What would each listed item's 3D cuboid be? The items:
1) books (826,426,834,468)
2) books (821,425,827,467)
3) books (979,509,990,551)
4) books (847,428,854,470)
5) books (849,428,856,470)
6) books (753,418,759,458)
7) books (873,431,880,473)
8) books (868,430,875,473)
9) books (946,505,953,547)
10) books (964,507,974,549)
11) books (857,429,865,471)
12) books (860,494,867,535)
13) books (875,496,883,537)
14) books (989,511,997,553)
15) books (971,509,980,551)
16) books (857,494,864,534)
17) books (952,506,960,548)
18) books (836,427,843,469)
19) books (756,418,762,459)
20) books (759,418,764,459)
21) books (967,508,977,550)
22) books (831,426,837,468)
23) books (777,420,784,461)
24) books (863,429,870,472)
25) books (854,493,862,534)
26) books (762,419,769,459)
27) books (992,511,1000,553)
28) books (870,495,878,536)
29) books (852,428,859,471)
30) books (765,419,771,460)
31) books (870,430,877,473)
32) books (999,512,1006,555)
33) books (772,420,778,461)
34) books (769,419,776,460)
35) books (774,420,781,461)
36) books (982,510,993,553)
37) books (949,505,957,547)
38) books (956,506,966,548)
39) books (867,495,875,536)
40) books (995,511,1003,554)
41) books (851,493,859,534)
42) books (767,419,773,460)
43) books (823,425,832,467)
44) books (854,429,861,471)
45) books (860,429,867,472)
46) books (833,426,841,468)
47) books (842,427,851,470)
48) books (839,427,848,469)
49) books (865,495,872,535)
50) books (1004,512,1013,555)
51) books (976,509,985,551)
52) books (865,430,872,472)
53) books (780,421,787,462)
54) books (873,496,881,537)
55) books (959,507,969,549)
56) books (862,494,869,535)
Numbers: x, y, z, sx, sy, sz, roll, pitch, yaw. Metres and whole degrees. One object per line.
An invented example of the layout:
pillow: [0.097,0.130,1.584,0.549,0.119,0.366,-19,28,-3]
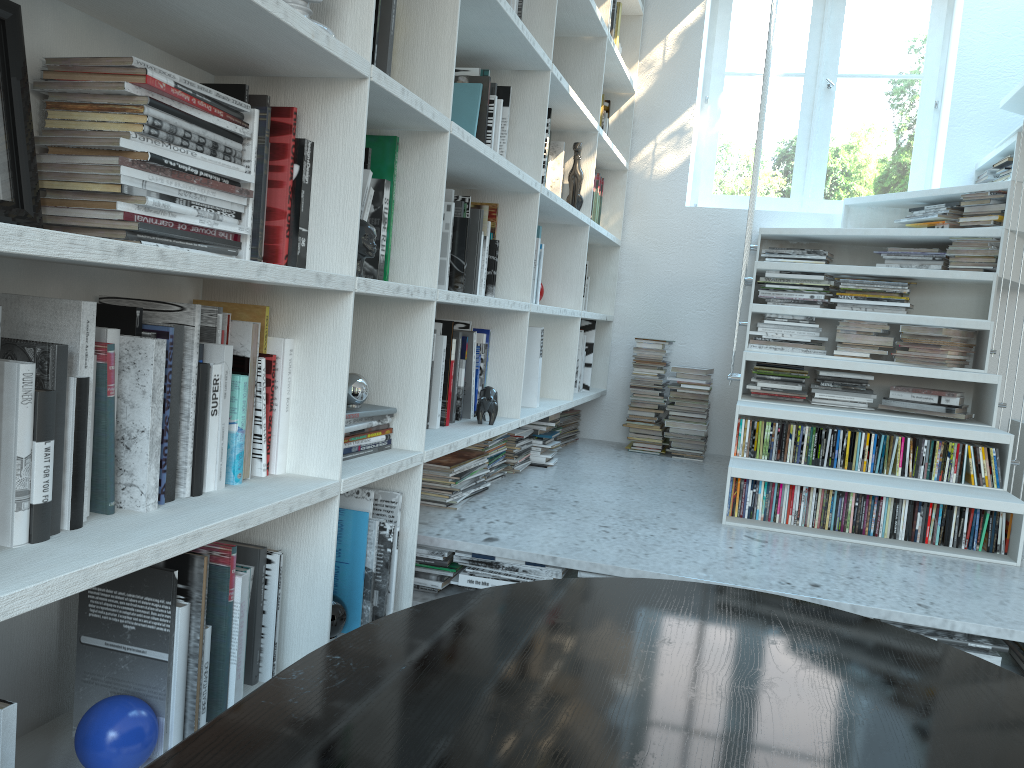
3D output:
books: [1.048,0.205,2.925,0.010,0.125,0.125,6,5,15]
books: [1.027,0.203,2.931,0.008,0.125,0.125,6,5,15]
books: [1.415,0.432,2.684,0.016,0.125,0.125,6,5,15]
books: [1.104,0.212,2.910,0.007,0.125,0.125,6,5,15]
books: [1.112,0.212,2.908,0.007,0.125,0.125,6,5,15]
books: [0.822,0.181,2.986,0.008,0.125,0.125,6,5,15]
books: [1.179,0.220,2.890,0.008,0.125,0.125,6,5,15]
books: [1.164,0.218,2.894,0.008,0.125,0.125,6,5,15]
books: [1.324,0.422,2.709,0.009,0.125,0.125,6,5,15]
books: [1.376,0.428,2.695,0.013,0.125,0.125,6,5,15]
books: [1.136,0.215,2.901,0.008,0.125,0.125,6,5,15]
books: [1.091,0.396,2.772,0.008,0.125,0.125,6,5,15]
books: [1.135,0.401,2.760,0.010,0.125,0.125,6,5,15]
books: [1.437,0.434,2.678,0.009,0.125,0.125,6,5,15]
books: [1.395,0.430,2.690,0.011,0.125,0.125,6,5,15]
books: [1.084,0.396,2.774,0.008,0.125,0.125,6,5,15]
books: [1.343,0.424,2.704,0.010,0.125,0.125,6,5,15]
books: [1.074,0.208,2.918,0.010,0.125,0.125,6,5,15]
books: [0.831,0.182,2.984,0.010,0.125,0.125,6,5,15]
books: [0.840,0.183,2.981,0.012,0.125,0.125,6,5,15]
books: [1.385,0.429,2.692,0.009,0.125,0.125,6,5,15]
books: [1.056,0.206,2.923,0.009,0.125,0.125,6,5,15]
books: [0.897,0.189,2.966,0.010,0.125,0.125,6,5,15]
books: [1.151,0.217,2.897,0.008,0.125,0.125,6,5,15]
books: [1.077,0.395,2.775,0.008,0.125,0.125,6,5,15]
books: [0.850,0.184,2.978,0.008,0.125,0.125,6,5,15]
books: [1.445,0.435,2.676,0.007,0.125,0.125,6,5,15]
books: [1.121,0.400,2.764,0.008,0.125,0.125,6,5,15]
books: [1.119,0.213,2.906,0.007,0.125,0.125,6,5,15]
books: [0.858,0.185,2.976,0.007,0.125,0.125,6,5,15]
books: [1.172,0.219,2.892,0.007,0.125,0.125,6,5,15]
books: [1.464,0.438,2.671,0.018,0.125,0.125,6,5,15]
books: [0.880,0.187,2.970,0.008,0.125,0.125,6,5,15]
books: [0.872,0.186,2.972,0.007,0.125,0.125,6,5,15]
books: [0.887,0.188,2.968,0.008,0.125,0.125,6,5,15]
books: [1.429,0.433,2.680,0.013,0.125,0.125,6,5,15]
books: [1.334,0.423,2.706,0.007,0.125,0.125,6,5,15]
books: [1.354,0.425,2.701,0.014,0.125,0.125,6,5,15]
books: [1.113,0.399,2.766,0.008,0.125,0.125,6,5,15]
books: [1.455,0.436,2.674,0.012,0.125,0.125,6,5,15]
books: [1.069,0.394,2.778,0.008,0.125,0.125,6,5,15]
books: [0.865,0.185,2.974,0.007,0.125,0.125,6,5,15]
books: [1.038,0.204,2.928,0.012,0.125,0.125,6,5,15]
books: [1.127,0.214,2.904,0.010,0.125,0.125,6,5,15]
books: [1.144,0.216,2.899,0.008,0.125,0.125,6,5,15]
books: [1.065,0.207,2.920,0.007,0.125,0.125,6,5,15]
books: [1.096,0.211,2.912,0.010,0.125,0.125,6,5,15]
books: [1.085,0.210,2.915,0.014,0.125,0.125,6,5,15]
books: [1.105,0.398,2.768,0.007,0.125,0.125,6,5,15]
books: [1.478,0.439,2.667,0.009,0.125,0.125,6,5,15]
books: [1.404,0.431,2.687,0.009,0.125,0.125,6,5,15]
books: [1.158,0.217,2.895,0.008,0.125,0.125,6,5,15]
books: [0.907,0.190,2.963,0.010,0.125,0.125,6,5,15]
books: [1.128,0.400,2.762,0.010,0.125,0.125,6,5,15]
books: [1.365,0.426,2.698,0.010,0.125,0.125,6,5,15]
books: [1.098,0.397,2.770,0.008,0.125,0.125,6,5,15]
